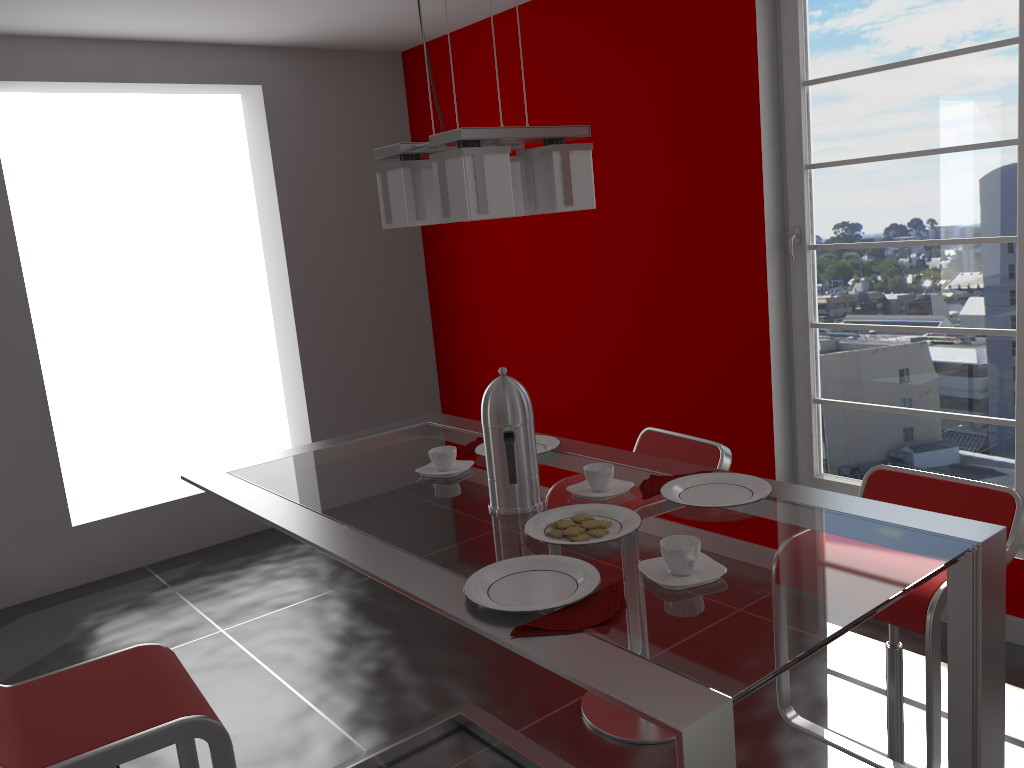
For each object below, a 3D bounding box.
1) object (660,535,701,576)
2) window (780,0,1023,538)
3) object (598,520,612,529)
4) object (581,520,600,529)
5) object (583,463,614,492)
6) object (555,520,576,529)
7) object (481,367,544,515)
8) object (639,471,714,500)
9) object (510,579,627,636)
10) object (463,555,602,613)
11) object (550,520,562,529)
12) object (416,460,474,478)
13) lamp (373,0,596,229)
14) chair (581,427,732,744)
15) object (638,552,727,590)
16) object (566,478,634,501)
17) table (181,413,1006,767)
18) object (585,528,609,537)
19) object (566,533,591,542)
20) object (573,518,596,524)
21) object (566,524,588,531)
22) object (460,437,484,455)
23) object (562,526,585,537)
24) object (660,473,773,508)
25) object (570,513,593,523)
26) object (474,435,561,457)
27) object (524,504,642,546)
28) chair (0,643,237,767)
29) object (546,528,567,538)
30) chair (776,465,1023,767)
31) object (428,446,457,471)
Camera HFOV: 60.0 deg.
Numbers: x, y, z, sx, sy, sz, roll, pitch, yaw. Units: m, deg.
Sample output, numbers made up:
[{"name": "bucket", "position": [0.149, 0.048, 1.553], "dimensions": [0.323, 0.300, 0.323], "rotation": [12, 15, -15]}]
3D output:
[{"name": "object", "position": [0.268, 0.270, 1.375], "dimensions": [0.062, 0.049, 0.078], "rotation": [-14, 13, -37]}, {"name": "window", "position": [1.406, -0.504, 3.191], "dimensions": [0.117, 2.038, 0.938], "rotation": [-13, 13, -37]}, {"name": "object", "position": [0.164, 0.258, 1.631], "dimensions": [0.036, 0.006, 0.034], "rotation": [1, 12, 31]}, {"name": "object", "position": [0.143, 0.256, 1.619], "dimensions": [0.034, 0.006, 0.036], "rotation": [-6, 10, 0]}, {"name": "object", "position": [0.181, 0.193, 1.836], "dimensions": [0.062, 0.049, 0.078], "rotation": [-5, 10, 3]}, {"name": "object", "position": [0.098, 0.258, 1.633], "dimensions": [0.034, 0.006, 0.036], "rotation": [-8, 11, -13]}, {"name": "object", "position": [0.003, 0.109, 1.761], "dimensions": [0.113, 0.287, 0.149], "rotation": [-11, 12, -29]}, {"name": "object", "position": [0.317, 0.202, 1.852], "dimensions": [0.234, 0.012, 0.095], "rotation": [-14, 13, -38]}, {"name": "object", "position": [0.112, 0.329, 1.274], "dimensions": [0.234, 0.012, 0.095], "rotation": [-13, 13, -36]}, {"name": "object", "position": [0.032, 0.315, 1.385], "dimensions": [0.217, 0.015, 0.217], "rotation": [-6, 10, -1]}, {"name": "object", "position": [0.092, 0.261, 1.651], "dimensions": [0.036, 0.006, 0.034], "rotation": [-9, 11, -16]}, {"name": "object", "position": [-0.158, 0.201, 2.099], "dimensions": [0.119, 0.016, 0.119], "rotation": [1, 12, 32]}, {"name": "lamp", "position": [-0.096, -0.824, 1.640], "dimensions": [0.304, 1.025, 0.304], "rotation": [-13, 13, -37]}, {"name": "chair", "position": [0.411, 0.611, 2.780], "dimensions": [0.460, 0.857, 0.418], "rotation": [-11, 12, -29]}, {"name": "object", "position": [0.265, 0.293, 1.386], "dimensions": [0.119, 0.016, 0.119], "rotation": [-9, 11, -17]}, {"name": "object", "position": [0.183, 0.218, 1.832], "dimensions": [0.119, 0.016, 0.119], "rotation": [-14, 14, -39]}, {"name": "table", "position": [0.022, 0.725, 1.972], "dimensions": [0.800, 1.000, 1.700], "rotation": [-13, 13, -37]}, {"name": "object", "position": [0.152, 0.266, 1.592], "dimensions": [0.036, 0.006, 0.034], "rotation": [2, 13, 36]}, {"name": "object", "position": [0.118, 0.272, 1.577], "dimensions": [0.034, 0.006, 0.036], "rotation": [-13, 13, -37]}, {"name": "object", "position": [0.135, 0.255, 1.659], "dimensions": [0.036, 0.006, 0.034], "rotation": [-12, 12, -33]}, {"name": "object", "position": [0.118, 0.264, 1.621], "dimensions": [0.034, 0.006, 0.036], "rotation": [-9, 11, -19]}, {"name": "object", "position": [-0.069, 0.151, 2.330], "dimensions": [0.234, 0.012, 0.095], "rotation": [-14, 13, -38]}, {"name": "object", "position": [0.110, 0.264, 1.592], "dimensions": [0.034, 0.006, 0.036], "rotation": [3, 14, 40]}, {"name": "object", "position": [0.400, 0.213, 1.742], "dimensions": [0.217, 0.015, 0.217], "rotation": [0, 12, 28]}, {"name": "object", "position": [0.130, 0.250, 1.657], "dimensions": [0.036, 0.006, 0.034], "rotation": [-10, 12, -25]}, {"name": "object", "position": [0.014, 0.162, 2.220], "dimensions": [0.217, 0.015, 0.217], "rotation": [-8, 11, -13]}, {"name": "object", "position": [0.129, 0.261, 1.623], "dimensions": [0.217, 0.015, 0.217], "rotation": [-6, 10, 0]}, {"name": "chair", "position": [-0.788, 0.917, 1.754], "dimensions": [0.460, 0.857, 0.418], "rotation": [-12, 12, -32]}, {"name": "object", "position": [0.085, 0.270, 1.607], "dimensions": [0.034, 0.006, 0.036], "rotation": [-14, 13, -37]}, {"name": "chair", "position": [0.937, 0.678, 2.145], "dimensions": [0.460, 0.857, 0.418], "rotation": [-13, 13, -34]}, {"name": "object", "position": [-0.162, 0.177, 2.102], "dimensions": [0.062, 0.049, 0.078], "rotation": [-8, 11, -14]}]
